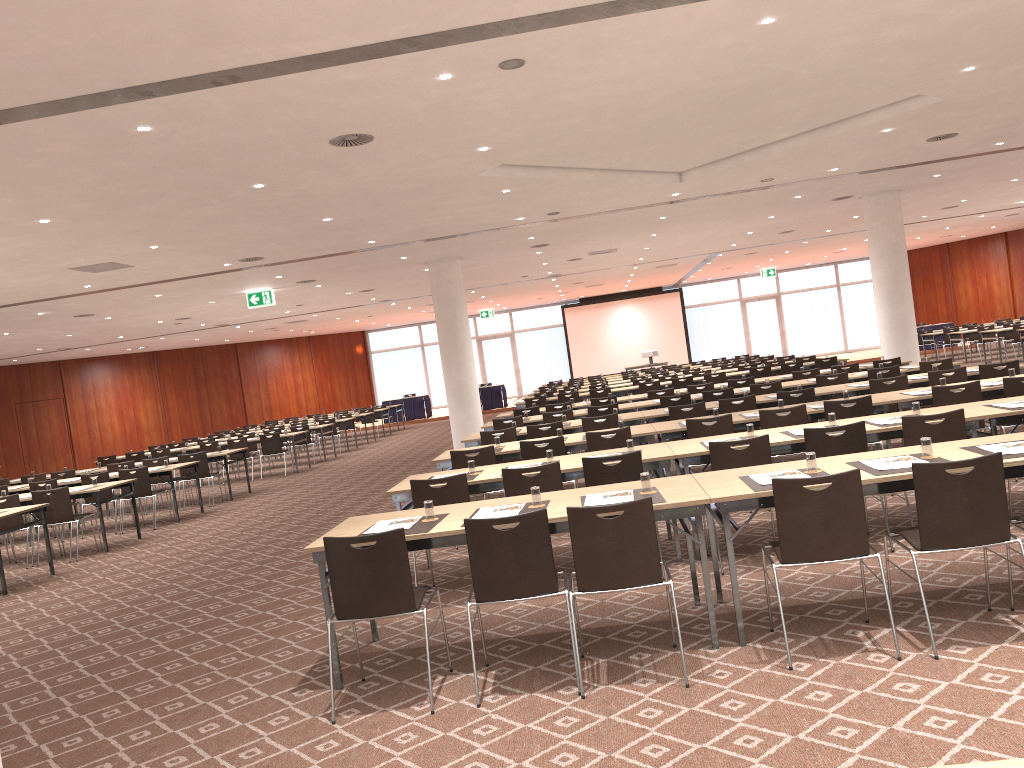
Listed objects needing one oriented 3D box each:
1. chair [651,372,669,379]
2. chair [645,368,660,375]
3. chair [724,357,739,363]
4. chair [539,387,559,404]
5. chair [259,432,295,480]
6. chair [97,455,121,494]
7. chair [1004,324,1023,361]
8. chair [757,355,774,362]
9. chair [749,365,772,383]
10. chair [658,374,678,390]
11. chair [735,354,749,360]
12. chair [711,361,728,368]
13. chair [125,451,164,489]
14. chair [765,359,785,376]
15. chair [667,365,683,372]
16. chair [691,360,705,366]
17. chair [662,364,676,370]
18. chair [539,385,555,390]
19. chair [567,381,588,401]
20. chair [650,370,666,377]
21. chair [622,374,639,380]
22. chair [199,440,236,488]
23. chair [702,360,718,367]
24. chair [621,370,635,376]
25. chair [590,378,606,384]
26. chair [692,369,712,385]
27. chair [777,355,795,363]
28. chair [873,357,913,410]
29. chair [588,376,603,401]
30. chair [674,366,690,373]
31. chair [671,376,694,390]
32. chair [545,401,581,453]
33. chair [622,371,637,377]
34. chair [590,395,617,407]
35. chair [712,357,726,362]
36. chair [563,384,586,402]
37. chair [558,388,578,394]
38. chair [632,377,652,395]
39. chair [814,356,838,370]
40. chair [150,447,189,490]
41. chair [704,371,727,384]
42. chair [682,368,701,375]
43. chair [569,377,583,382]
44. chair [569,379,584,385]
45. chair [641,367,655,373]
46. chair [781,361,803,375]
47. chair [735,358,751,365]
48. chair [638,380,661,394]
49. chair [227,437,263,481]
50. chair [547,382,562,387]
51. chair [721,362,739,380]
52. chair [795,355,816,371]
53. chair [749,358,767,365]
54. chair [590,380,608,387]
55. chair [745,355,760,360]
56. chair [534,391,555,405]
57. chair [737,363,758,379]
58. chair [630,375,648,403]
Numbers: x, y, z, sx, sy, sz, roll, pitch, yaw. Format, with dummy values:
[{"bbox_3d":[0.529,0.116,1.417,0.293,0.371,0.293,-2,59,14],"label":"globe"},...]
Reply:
[{"bbox_3d":[3.730,0.186,22.004,0.536,0.940,0.613,-8,2,6],"label":"chair"},{"bbox_3d":[4.158,0.030,25.934,0.536,0.940,0.613,-8,2,8],"label":"chair"},{"bbox_3d":[6.384,-0.278,25.685,0.536,0.940,0.613,-8,2,6],"label":"chair"},{"bbox_3d":[0.964,0.569,22.270,0.535,0.940,0.613,-8,2,3],"label":"chair"},{"bbox_3d":[-5.018,1.496,18.791,0.536,0.940,0.613,-8,2,4],"label":"chair"},{"bbox_3d":[-8.546,1.986,19.049,0.536,0.940,0.613,-8,2,8],"label":"chair"},{"bbox_3d":[12.169,-0.983,21.207,0.536,0.940,0.613,-8,2,5],"label":"chair"},{"bbox_3d":[6.792,-0.285,23.638,0.536,0.940,0.613,-8,2,7],"label":"chair"},{"bbox_3d":[5.005,0.108,17.825,0.536,0.940,0.613,-8,2,4],"label":"chair"},{"bbox_3d":[3.554,0.260,19.971,0.536,0.940,0.613,-8,2,4],"label":"chair"},{"bbox_3d":[7.198,-0.439,27.613,0.536,0.940,0.613,-8,2,8],"label":"chair"},{"bbox_3d":[5.593,-0.119,23.754,0.536,0.940,0.613,-8,2,5],"label":"chair"},{"bbox_3d":[-7.961,1.904,19.074,0.536,0.940,0.613,-8,2,7],"label":"chair"},{"bbox_3d":[5.873,-0.061,19.748,0.536,0.940,0.613,-8,2,5],"label":"chair"},{"bbox_3d":[4.796,-0.058,25.838,0.536,0.940,0.613,-8,2,8],"label":"chair"},{"bbox_3d":[5.863,-0.254,27.742,0.536,0.940,0.613,-8,2,4],"label":"chair"},{"bbox_3d":[4.991,-0.136,27.903,0.536,0.940,0.613,-8,2,8],"label":"chair"},{"bbox_3d":[1.028,0.513,24.194,0.536,0.940,0.613,-8,2,6],"label":"chair"},{"bbox_3d":[1.794,0.405,24.197,0.536,0.940,0.613,-8,2,5],"label":"chair"},{"bbox_3d":[3.991,0.102,23.943,0.536,0.940,0.613,-8,2,4],"label":"chair"},{"bbox_3d":[3.263,0.203,23.979,0.536,0.940,0.613,-8,2,7],"label":"chair"},{"bbox_3d":[-6.346,1.679,18.978,0.536,0.940,0.613,-8,2,8],"label":"chair"},{"bbox_3d":[5.800,-0.199,25.818,0.536,0.940,0.613,-8,2,7],"label":"chair"},{"bbox_3d":[3.716,0.042,27.984,0.536,0.940,0.613,-8,2,6],"label":"chair"},{"bbox_3d":[2.403,0.322,24.096,0.536,0.940,0.613,-8,2,8],"label":"chair"},{"bbox_3d":[4.294,0.157,19.942,0.536,0.940,0.613,-8,2,3],"label":"chair"},{"bbox_3d":[6.708,-0.225,21.674,0.536,0.940,0.613,-8,2,5],"label":"chair"},{"bbox_3d":[5.987,0.059,14.183,0.536,0.940,0.613,-8,2,3],"label":"chair"},{"bbox_3d":[2.525,0.256,26.092,0.536,0.940,0.613,-8,2,8],"label":"chair"},{"bbox_3d":[4.619,0.014,23.925,0.535,0.940,0.613,-8,2,3],"label":"chair"},{"bbox_3d":[3.495,0.317,18.013,0.536,0.940,0.613,-8,2,5],"label":"chair"},{"bbox_3d":[0.829,0.773,14.680,0.536,0.940,0.613,-8,2,4],"label":"chair"},{"bbox_3d":[3.524,0.116,26.038,0.536,0.940,0.613,-8,2,8],"label":"chair"},{"bbox_3d":[1.576,0.668,14.685,0.536,0.940,0.613,-8,2,7],"label":"chair"},{"bbox_3d":[6.514,-0.346,27.756,0.536,0.940,0.613,-8,2,4],"label":"chair"},{"bbox_3d":[1.571,0.486,22.170,0.536,0.940,0.613,-8,2,8],"label":"chair"},{"bbox_3d":[1.346,0.567,20.149,0.536,0.940,0.613,-8,2,8],"label":"chair"},{"bbox_3d":[2.984,0.340,19.992,0.536,0.940,0.613,-8,2,5],"label":"chair"},{"bbox_3d":[6.296,-0.071,17.743,0.536,0.940,0.613,-8,2,8],"label":"chair"},{"bbox_3d":[-7.361,1.822,18.935,0.536,0.940,0.613,-8,2,7],"label":"chair"},{"bbox_3d":[4.123,0.231,17.875,0.536,0.940,0.613,-8,2,7],"label":"chair"},{"bbox_3d":[4.460,0.087,21.856,0.536,0.940,0.613,-8,2,4],"label":"chair"},{"bbox_3d":[2.100,0.265,28.182,0.536,0.940,0.613,-8,2,6],"label":"chair"},{"bbox_3d":[1.949,0.336,26.112,0.536,0.940,0.613,-8,2,4],"label":"chair"},{"bbox_3d":[4.320,-0.041,27.891,0.536,0.940,0.613,-8,2,5],"label":"chair"},{"bbox_3d":[5.608,0.026,17.732,0.536,0.940,0.613,-8,2,4],"label":"chair"},{"bbox_3d":[6.200,-0.204,23.730,0.536,0.940,0.613,-8,2,3],"label":"chair"},{"bbox_3d":[2.840,0.408,18.033,0.536,0.940,0.613,-8,2,6],"label":"chair"},{"bbox_3d":[-5.695,1.592,18.774,0.536,0.940,0.613,-8,2,4],"label":"chair"},{"bbox_3d":[1.318,0.422,26.250,0.536,0.940,0.613,-8,2,3],"label":"chair"},{"bbox_3d":[5.398,-0.045,21.843,0.536,0.940,0.613,-8,2,6],"label":"chair"},{"bbox_3d":[6.529,-0.151,19.650,0.536,0.940,0.613,-8,2,7],"label":"chair"},{"bbox_3d":[6.047,-0.133,21.703,0.536,0.940,0.613,-8,2,7],"label":"chair"},{"bbox_3d":[2.220,0.397,22.072,0.536,0.940,0.613,-8,2,3],"label":"chair"},{"bbox_3d":[6.969,-0.359,25.663,0.536,0.940,0.613,-8,2,5],"label":"chair"},{"bbox_3d":[0.791,0.643,20.238,0.536,0.940,0.613,-8,2,6],"label":"chair"},{"bbox_3d":[5.271,0.023,19.771,0.536,0.940,0.613,-8,2,4],"label":"chair"},{"bbox_3d":[3.207,0.259,22.012,0.536,0.940,0.613,-8,2,7],"label":"chair"}]
